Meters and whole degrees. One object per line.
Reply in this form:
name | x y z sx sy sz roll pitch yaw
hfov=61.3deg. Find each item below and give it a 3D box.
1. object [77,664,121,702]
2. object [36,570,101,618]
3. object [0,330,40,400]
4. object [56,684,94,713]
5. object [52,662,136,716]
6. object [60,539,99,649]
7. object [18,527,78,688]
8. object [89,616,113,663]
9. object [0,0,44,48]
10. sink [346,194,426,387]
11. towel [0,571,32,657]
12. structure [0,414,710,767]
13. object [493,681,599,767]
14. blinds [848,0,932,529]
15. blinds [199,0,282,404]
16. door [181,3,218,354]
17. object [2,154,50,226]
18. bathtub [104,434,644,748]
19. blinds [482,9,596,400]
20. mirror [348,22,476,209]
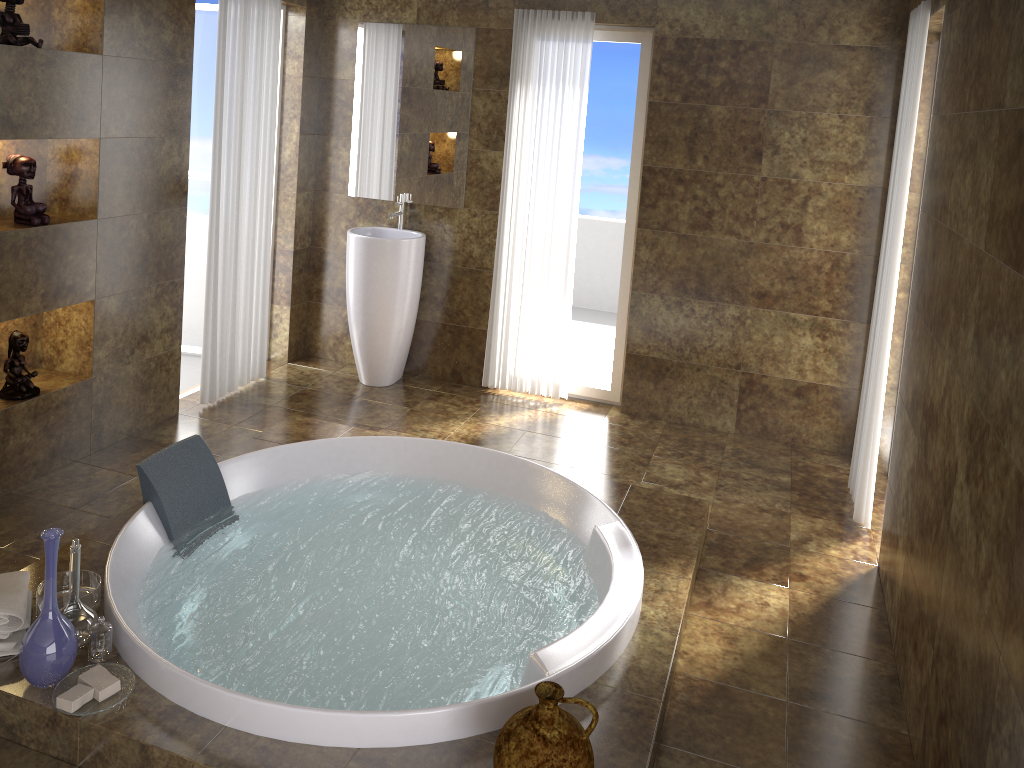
object | -1.061 0.768 2.222 0.103 0.031 0.062 15 19 31
object | -1.309 0.630 2.554 0.169 0.072 0.177 4 16 -1
object | -2.033 -0.088 3.574 0.153 0.264 0.155 7 9 17
object | -1.090 0.784 2.157 0.054 0.033 0.076 9 16 17
object | -1.069 0.786 2.214 0.190 0.018 0.198 6 18 6
object | -1.210 0.575 2.389 0.132 0.297 0.132 8 8 25
object | -1.196 0.571 2.237 0.138 0.404 0.138 8 7 25
object | -1.120 0.689 2.355 0.057 0.111 0.059 1 9 -20
object | -1.951 -1.461 3.407 0.153 0.257 0.125 7 8 17
sink | -0.767 -0.557 5.119 0.463 1.094 0.447 7 8 20
towel | -1.520 0.646 2.403 0.322 0.144 0.353 -4 18 -27
structure | -0.439 0.660 2.977 2.022 0.119 2.077 10 19 16
object | 0.075 0.825 1.969 0.229 0.264 0.239 2 11 -11
blinds | 1.656 -0.535 3.824 0.069 2.192 0.495 6 6 16
blinds | -1.456 -1.059 4.716 0.068 2.192 0.614 6 6 16
door | -1.981 -1.264 5.386 0.964 2.144 0.041 5 5 8
object | -1.979 -0.794 3.534 0.176 0.274 0.114 7 8 17
bathtub | -0.440 0.653 2.975 1.770 0.503 1.810 -10 22 -40
blinds | 0.153 -1.030 4.986 0.523 2.181 0.069 6 6 18
mirror | -0.618 -1.633 5.236 0.774 1.051 0.008 8 6 18
